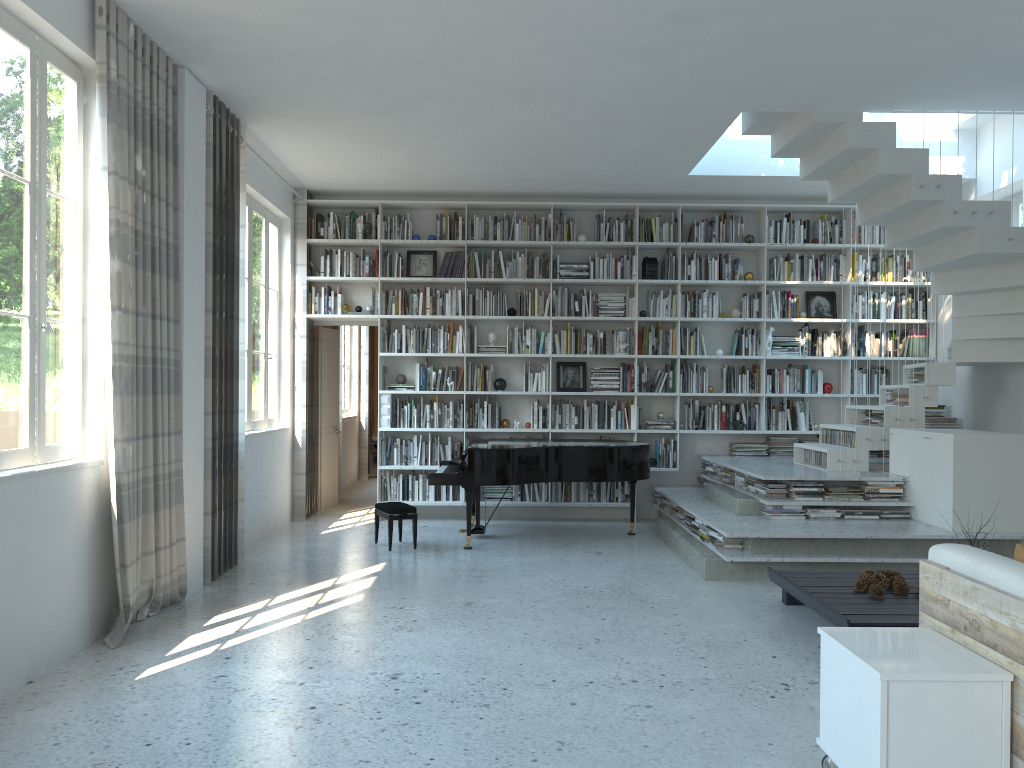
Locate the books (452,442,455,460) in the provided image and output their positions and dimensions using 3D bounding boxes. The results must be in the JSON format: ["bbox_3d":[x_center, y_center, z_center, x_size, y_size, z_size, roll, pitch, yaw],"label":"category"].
[{"bbox_3d":[-0.581,0.697,8.874,0.030,0.227,0.140,0,0,-1],"label":"books"}]

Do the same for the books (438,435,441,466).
[{"bbox_3d":[-0.727,0.659,8.852,0.013,0.301,0.172,0,0,-1],"label":"books"}]

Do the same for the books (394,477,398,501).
[{"bbox_3d":[-1.156,1.043,8.848,0.022,0.226,0.154,0,0,-1],"label":"books"}]

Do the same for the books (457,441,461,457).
[{"bbox_3d":[-0.530,0.693,8.868,0.026,0.236,0.140,0,0,-1],"label":"books"}]

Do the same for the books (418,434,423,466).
[{"bbox_3d":[-0.914,0.654,8.842,0.039,0.307,0.172,0,0,-1],"label":"books"}]

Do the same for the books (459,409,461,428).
[{"bbox_3d":[-0.514,0.345,8.873,0.023,0.187,0.130,0,0,-1],"label":"books"}]

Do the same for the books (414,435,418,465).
[{"bbox_3d":[-0.958,0.658,8.859,0.027,0.299,0.142,0,0,-1],"label":"books"}]

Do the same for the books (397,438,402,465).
[{"bbox_3d":[-1.125,0.673,8.843,0.029,0.266,0.171,0,0,-1],"label":"books"}]

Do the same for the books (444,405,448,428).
[{"bbox_3d":[-0.660,0.322,8.859,0.025,0.229,0.153,0,0,-1],"label":"books"}]

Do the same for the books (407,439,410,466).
[{"bbox_3d":[-1.029,0.678,8.838,0.013,0.257,0.189,0,0,-1],"label":"books"}]

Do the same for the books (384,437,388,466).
[{"bbox_3d":[-1.254,0.667,8.829,0.011,0.277,0.189,0,0,-1],"label":"books"}]

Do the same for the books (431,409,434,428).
[{"bbox_3d":[-0.788,0.345,8.838,0.029,0.181,0.190,0,0,-1],"label":"books"}]

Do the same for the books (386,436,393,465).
[{"bbox_3d":[-1.222,0.664,8.838,0.052,0.283,0.172,0,0,-1],"label":"books"}]

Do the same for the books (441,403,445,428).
[{"bbox_3d":[-0.686,0.312,8.844,0.028,0.249,0.159,0,0,-1],"label":"books"}]

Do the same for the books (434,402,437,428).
[{"bbox_3d":[-0.760,0.309,8.849,0.026,0.254,0.176,0,0,-1],"label":"books"}]

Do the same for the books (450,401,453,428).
[{"bbox_3d":[-0.603,0.304,8.840,0.021,0.265,0.185,0,0,-1],"label":"books"}]

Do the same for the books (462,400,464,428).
[{"bbox_3d":[-0.479,0.298,8.869,0.024,0.280,0.136,0,0,-1],"label":"books"}]

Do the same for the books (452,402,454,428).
[{"bbox_3d":[-0.586,0.307,8.859,0.013,0.260,0.142,0,0,-1],"label":"books"}]

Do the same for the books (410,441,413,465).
[{"bbox_3d":[-0.999,0.692,8.847,0.028,0.229,0.157,0,0,-1],"label":"books"}]

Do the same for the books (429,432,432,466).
[{"bbox_3d":[-0.815,0.646,8.839,0.014,0.325,0.170,0,0,-1],"label":"books"}]

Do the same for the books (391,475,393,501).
[{"bbox_3d":[-1.190,1.032,8.857,0.024,0.246,0.143,0,0,-1],"label":"books"}]

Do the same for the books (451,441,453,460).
[{"bbox_3d":[-0.602,0.690,8.839,0.011,0.239,0.174,0,0,-1],"label":"books"}]

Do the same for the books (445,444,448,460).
[{"bbox_3d":[-0.647,0.708,8.873,0.030,0.203,0.142,0,0,-1],"label":"books"}]

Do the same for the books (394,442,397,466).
[{"bbox_3d":[-1.151,0.696,8.837,0.022,0.220,0.187,0,0,-1],"label":"books"}]

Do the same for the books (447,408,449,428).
[{"bbox_3d":[-0.636,0.340,8.862,0.023,0.194,0.140,0,0,-1],"label":"books"}]

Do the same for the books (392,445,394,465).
[{"bbox_3d":[-1.174,0.707,8.859,0.024,0.198,0.148,0,0,-1],"label":"books"}]

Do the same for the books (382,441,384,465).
[{"bbox_3d":[-1.273,0.685,8.845,0.029,0.239,0.154,0,0,-1],"label":"books"}]

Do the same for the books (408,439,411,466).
[{"bbox_3d":[-1.018,0.681,8.834,0.010,0.252,0.177,0,0,-1],"label":"books"}]

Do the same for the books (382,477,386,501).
[{"bbox_3d":[-1.279,1.047,8.860,0.023,0.216,0.158,0,0,-1],"label":"books"}]

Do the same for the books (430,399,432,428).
[{"bbox_3d":[-0.809,0.295,8.847,0.014,0.282,0.150,0,0,-1],"label":"books"}]

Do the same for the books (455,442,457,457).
[{"bbox_3d":[-0.554,0.697,8.832,0.023,0.228,0.190,0,0,-1],"label":"books"}]

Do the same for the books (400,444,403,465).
[{"bbox_3d":[-1.098,0.707,8.865,0.025,0.200,0.137,0,0,-1],"label":"books"}]

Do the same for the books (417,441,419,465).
[{"bbox_3d":[-0.939,0.691,8.862,0.012,0.232,0.148,0,0,-1],"label":"books"}]

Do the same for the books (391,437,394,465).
[{"bbox_3d":[-1.191,0.669,8.858,0.010,0.273,0.150,0,0,-1],"label":"books"}]

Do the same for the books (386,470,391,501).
[{"bbox_3d":[-1.224,1.009,8.849,0.044,0.294,0.181,0,0,-1],"label":"books"}]

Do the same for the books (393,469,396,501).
[{"bbox_3d":[-1.172,0.997,8.854,0.011,0.318,0.157,0,0,-1],"label":"books"}]

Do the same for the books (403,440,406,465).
[{"bbox_3d":[-1.074,0.683,8.869,0.022,0.248,0.133,0,0,-1],"label":"books"}]

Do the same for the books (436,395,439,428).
[{"bbox_3d":[-0.739,0.275,8.846,0.021,0.323,0.172,0,0,-1],"label":"books"}]

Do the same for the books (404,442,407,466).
[{"bbox_3d":[-1.050,0.695,8.836,0.028,0.223,0.189,0,0,-1],"label":"books"}]

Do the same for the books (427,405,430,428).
[{"bbox_3d":[-0.830,0.320,8.848,0.027,0.230,0.159,0,0,-1],"label":"books"}]

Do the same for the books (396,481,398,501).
[{"bbox_3d":[-1.134,1.063,8.856,0.022,0.186,0.145,0,0,-1],"label":"books"}]

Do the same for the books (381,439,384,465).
[{"bbox_3d":[-1.294,0.678,8.858,0.012,0.254,0.161,0,0,-1],"label":"books"}]

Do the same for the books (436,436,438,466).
[{"bbox_3d":[-0.744,0.664,8.857,0.022,0.291,0.137,0,0,-1],"label":"books"}]

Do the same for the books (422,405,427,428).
[{"bbox_3d":[-0.866,0.320,8.865,0.045,0.230,0.138,0,0,-1],"label":"books"}]

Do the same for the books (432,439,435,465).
[{"bbox_3d":[-0.783,0.682,8.866,0.029,0.254,0.153,0,0,-1],"label":"books"}]

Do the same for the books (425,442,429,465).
[{"bbox_3d":[-0.850,0.696,8.860,0.028,0.225,0.134,0,0,-1],"label":"books"}]

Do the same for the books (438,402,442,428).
[{"bbox_3d":[-0.714,0.306,8.839,0.028,0.260,0.181,0,0,-1],"label":"books"}]

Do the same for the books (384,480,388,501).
[{"bbox_3d":[-1.253,1.060,8.834,0.029,0.190,0.176,0,0,-1],"label":"books"}]

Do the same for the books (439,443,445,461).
[{"bbox_3d":[-0.691,0.701,8.855,0.059,0.216,0.177,0,0,-1],"label":"books"}]

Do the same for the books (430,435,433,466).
[{"bbox_3d":[-0.803,0.661,8.848,0.012,0.295,0.176,0,0,-1],"label":"books"}]

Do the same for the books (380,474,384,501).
[{"bbox_3d":[-1.297,1.028,8.860,0.012,0.254,0.161,0,0,-1],"label":"books"}]

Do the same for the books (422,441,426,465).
[{"bbox_3d":[-0.879,0.689,8.864,0.031,0.239,0.132,0,0,-1],"label":"books"}]

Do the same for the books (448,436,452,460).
[{"bbox_3d":[-0.619,0.666,8.865,0.025,0.288,0.130,0,0,-1],"label":"books"}]

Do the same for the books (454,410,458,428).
[{"bbox_3d":[-0.560,0.347,8.859,0.041,0.181,0.141,0,0,-1],"label":"books"}]

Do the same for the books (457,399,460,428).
[{"bbox_3d":[-0.532,0.295,8.840,0.014,0.286,0.179,0,0,-1],"label":"books"}]

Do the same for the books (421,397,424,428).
[{"bbox_3d":[-0.893,0.282,8.846,0.012,0.306,0.189,0,0,-1],"label":"books"}]

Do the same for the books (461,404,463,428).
[{"bbox_3d":[-0.496,0.318,8.847,0.010,0.240,0.174,0,0,-1],"label":"books"}]

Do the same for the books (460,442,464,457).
[{"bbox_3d":[-0.502,0.696,8.859,0.030,0.230,0.151,0,0,-1],"label":"books"}]
